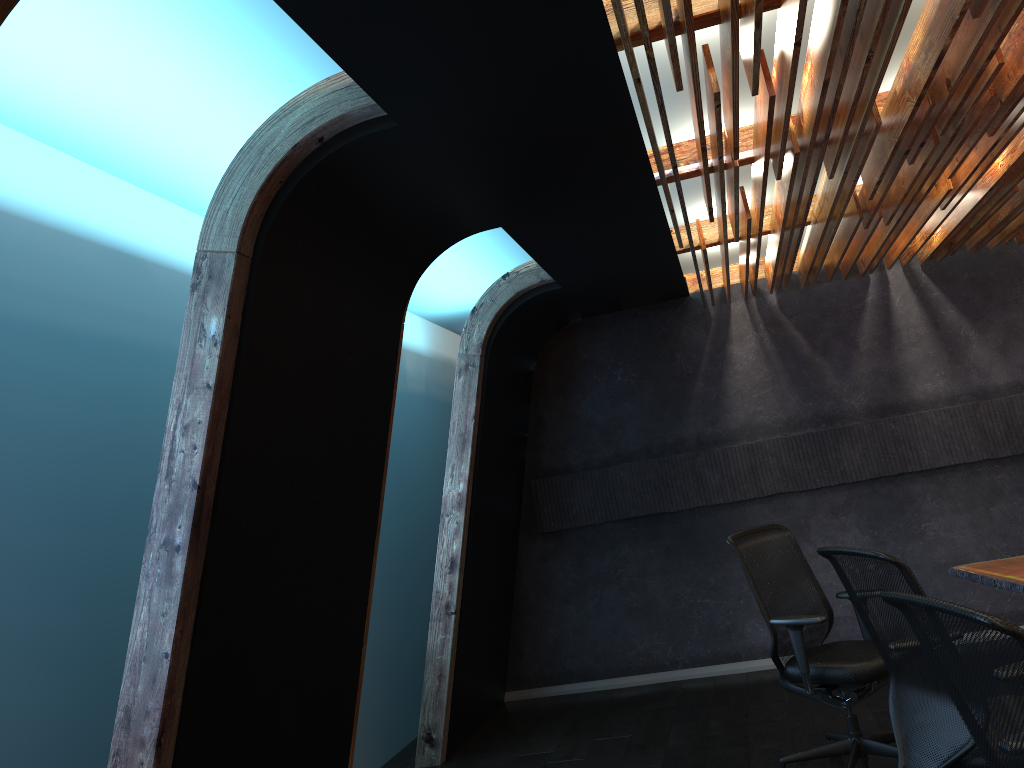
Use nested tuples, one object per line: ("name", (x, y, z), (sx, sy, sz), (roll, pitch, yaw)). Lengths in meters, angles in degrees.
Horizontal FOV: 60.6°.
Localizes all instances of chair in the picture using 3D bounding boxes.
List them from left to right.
("chair", (1.691, 1.338, 4.513), (0.815, 1.272, 0.773), (2, -18, -42))
("chair", (1.696, 1.144, 3.099), (0.798, 1.272, 0.789), (-8, -13, -8))
("chair", (1.407, 1.021, 1.832), (0.797, 1.272, 0.790), (-9, -13, -3))

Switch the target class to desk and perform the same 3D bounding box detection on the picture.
("desk", (2.736, 0.980, 1.657), (2.023, 0.838, 6.536), (-12, -8, 13))

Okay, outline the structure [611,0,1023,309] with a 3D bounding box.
("structure", (2.589, -0.310, 1.488), (4.498, 3.070, 11.258), (-12, -8, 13))
